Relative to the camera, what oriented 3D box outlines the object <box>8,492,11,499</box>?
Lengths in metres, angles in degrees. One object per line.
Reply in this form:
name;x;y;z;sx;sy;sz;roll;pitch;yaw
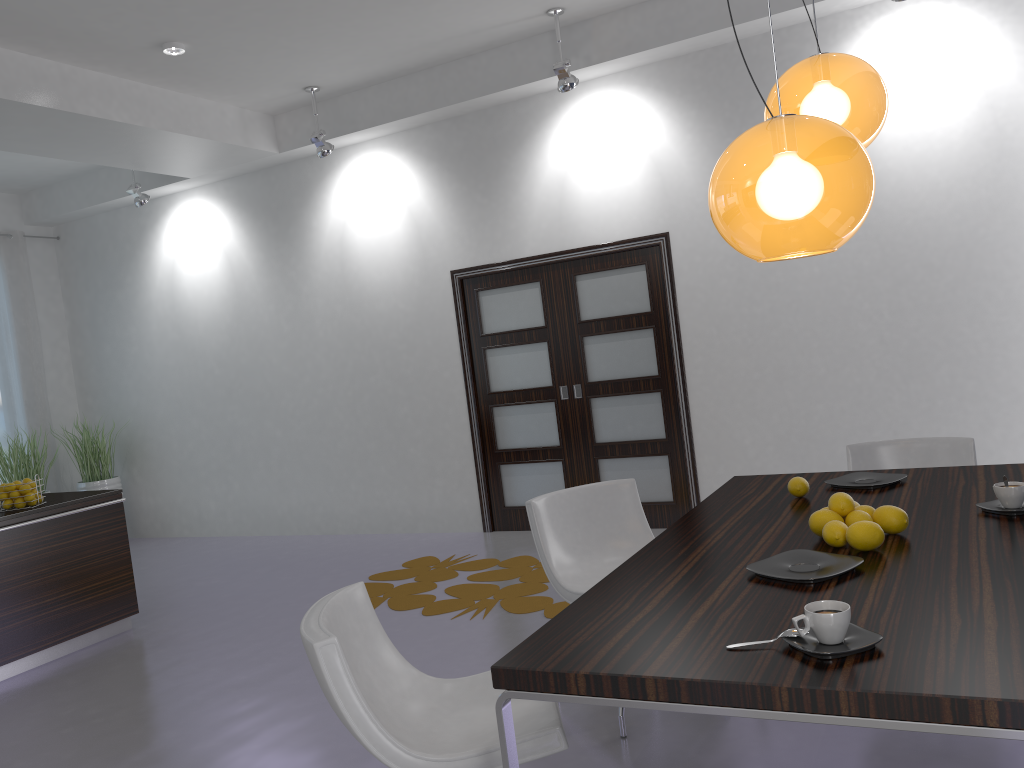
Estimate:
object;-2.822;0.620;5.002;0.051;0.053;0.064;-6;3;30

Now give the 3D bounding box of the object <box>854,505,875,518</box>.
object;0.968;0.370;2.447;0.083;0.068;0.070;-7;2;-3

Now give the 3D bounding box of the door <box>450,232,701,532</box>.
door;0.471;0.052;6.605;1.764;2.061;0.220;-6;3;28

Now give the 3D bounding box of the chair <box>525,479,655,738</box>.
chair;0.429;0.816;3.433;0.508;0.805;0.620;-8;3;-27

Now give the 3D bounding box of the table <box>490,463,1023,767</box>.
table;0.968;0.800;2.413;1.127;0.783;2.046;-6;3;28

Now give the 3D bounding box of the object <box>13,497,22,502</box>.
object;-2.783;0.665;5.006;0.052;0.060;0.057;-6;3;34

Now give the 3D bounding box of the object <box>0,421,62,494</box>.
object;-4.279;0.966;7.850;0.656;1.334;0.713;-6;3;28

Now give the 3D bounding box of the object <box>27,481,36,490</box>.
object;-2.730;0.577;5.038;0.063;0.053;0.051;-5;3;41

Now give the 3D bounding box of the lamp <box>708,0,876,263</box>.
lamp;0.519;-1.266;1.961;0.358;1.974;0.359;-6;3;33

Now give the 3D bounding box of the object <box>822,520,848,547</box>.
object;0.845;0.391;2.308;0.070;0.068;0.083;-6;3;32

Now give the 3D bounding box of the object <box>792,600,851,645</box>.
object;0.579;0.445;1.636;0.101;0.064;0.081;-9;3;-36

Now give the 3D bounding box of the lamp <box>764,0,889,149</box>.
lamp;0.871;-1.504;2.680;0.359;1.645;0.358;-5;3;38

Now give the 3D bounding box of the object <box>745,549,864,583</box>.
object;0.705;0.441;2.139;0.232;0.020;0.232;-9;3;-34

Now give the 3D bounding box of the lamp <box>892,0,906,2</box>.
lamp;2.082;-2.311;4.759;0.150;0.511;0.185;-6;3;28

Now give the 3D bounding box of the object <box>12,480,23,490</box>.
object;-2.796;0.572;5.011;0.063;0.053;0.051;-6;3;29

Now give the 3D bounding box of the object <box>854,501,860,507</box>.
object;0.966;0.366;2.535;0.070;0.068;0.083;-6;3;32

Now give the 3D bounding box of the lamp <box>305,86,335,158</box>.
lamp;-1.440;-1.942;6.618;0.150;0.511;0.185;-6;3;28

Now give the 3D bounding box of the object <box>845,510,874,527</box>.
object;0.931;0.376;2.373;0.069;0.071;0.081;-7;2;5

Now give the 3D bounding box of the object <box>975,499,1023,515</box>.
object;1.392;0.342;2.467;0.154;0.020;0.154;-8;2;-17

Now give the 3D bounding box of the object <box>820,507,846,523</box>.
object;0.893;0.377;2.486;0.083;0.068;0.070;-7;2;-3

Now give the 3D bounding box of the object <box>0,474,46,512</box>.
object;-2.786;0.613;5.021;0.207;0.174;0.189;-7;2;-7

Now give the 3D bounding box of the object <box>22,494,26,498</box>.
object;-2.747;0.627;5.024;0.062;0.053;0.051;-6;3;36

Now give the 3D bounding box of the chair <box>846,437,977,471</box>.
chair;1.644;0.656;3.615;0.508;0.805;0.620;-6;3;28

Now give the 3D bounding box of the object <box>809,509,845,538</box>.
object;0.853;0.380;2.404;0.094;0.080;0.076;-6;3;29

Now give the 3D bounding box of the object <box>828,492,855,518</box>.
object;0.904;0.332;2.433;0.070;0.068;0.083;-6;3;32

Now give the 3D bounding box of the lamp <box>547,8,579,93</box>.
lamp;0.321;-2.126;5.689;0.150;0.511;0.185;-6;3;28

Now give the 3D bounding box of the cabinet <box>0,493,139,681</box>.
cabinet;-3.619;1.270;4.219;1.377;0.852;3.285;-6;3;28

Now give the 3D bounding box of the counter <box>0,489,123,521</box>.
counter;-3.655;1.048;4.217;1.302;1.300;3.291;-6;3;28

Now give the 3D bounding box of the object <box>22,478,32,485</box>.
object;-2.778;0.568;5.085;0.059;0.060;0.050;-6;3;27

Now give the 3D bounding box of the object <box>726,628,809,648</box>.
object;0.482;0.480;1.676;0.155;0.028;0.032;-7;2;9

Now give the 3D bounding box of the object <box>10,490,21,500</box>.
object;-2.781;0.620;4.963;0.052;0.053;0.062;-7;2;0

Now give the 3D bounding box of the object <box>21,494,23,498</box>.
object;-2.812;0.651;5.082;0.052;0.053;0.062;-8;2;-25

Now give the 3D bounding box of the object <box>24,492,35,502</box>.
object;-2.705;0.635;4.969;0.052;0.054;0.061;-7;2;5

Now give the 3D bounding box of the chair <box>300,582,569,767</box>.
chair;-0.174;0.937;2.288;0.620;0.805;0.508;-7;2;-2

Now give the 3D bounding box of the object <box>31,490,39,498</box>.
object;-2.718;0.627;5.037;0.051;0.055;0.061;-7;2;7

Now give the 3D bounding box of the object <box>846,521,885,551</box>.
object;0.891;0.383;2.237;0.094;0.077;0.079;-7;2;2

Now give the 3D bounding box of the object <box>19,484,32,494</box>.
object;-2.733;0.592;4.980;0.053;0.052;0.061;-5;3;41

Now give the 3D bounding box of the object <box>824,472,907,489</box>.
object;1.231;0.338;3.088;0.232;0.020;0.232;-9;3;-34

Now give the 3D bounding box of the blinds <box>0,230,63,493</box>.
blinds;-5.181;0.191;7.454;0.120;3.112;2.830;-6;3;28

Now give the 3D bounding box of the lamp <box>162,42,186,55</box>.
lamp;-2.074;-2.056;5.439;0.132;0.035;0.132;-7;2;0

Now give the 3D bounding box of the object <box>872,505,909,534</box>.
object;1.011;0.363;2.369;0.079;0.077;0.094;-8;2;-18

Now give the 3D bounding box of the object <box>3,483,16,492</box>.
object;-2.805;0.578;4.952;0.063;0.051;0.053;-8;2;-15

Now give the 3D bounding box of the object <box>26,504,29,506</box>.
object;-2.771;0.670;5.065;0.050;0.055;0.061;-8;2;-17

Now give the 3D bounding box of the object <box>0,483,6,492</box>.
object;-2.852;0.587;4.974;0.057;0.060;0.052;-7;2;16

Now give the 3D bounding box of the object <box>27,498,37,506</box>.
object;-2.713;0.663;5.009;0.063;0.053;0.051;-6;3;36

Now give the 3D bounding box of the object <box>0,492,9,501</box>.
object;-2.841;0.627;4.948;0.063;0.051;0.053;-7;2;-3

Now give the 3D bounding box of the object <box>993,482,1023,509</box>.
object;1.382;0.311;2.473;0.081;0.064;0.101;-9;3;-37

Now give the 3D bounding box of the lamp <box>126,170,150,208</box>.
lamp;-3.201;-1.758;7.548;0.150;0.511;0.185;-6;3;28

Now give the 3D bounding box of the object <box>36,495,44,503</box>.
object;-2.721;0.660;5.096;0.053;0.052;0.062;-8;2;-23

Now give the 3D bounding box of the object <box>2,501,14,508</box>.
object;-2.841;0.678;5.004;0.061;0.053;0.053;-8;2;-20

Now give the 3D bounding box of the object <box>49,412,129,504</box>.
object;-4.005;0.908;8.449;0.713;1.334;0.656;-7;2;12

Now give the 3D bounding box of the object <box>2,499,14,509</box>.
object;-2.815;0.671;4.953;0.052;0.057;0.060;-6;3;29

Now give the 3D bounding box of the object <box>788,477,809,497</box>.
object;0.967;0.348;2.993;0.070;0.068;0.083;-6;3;32

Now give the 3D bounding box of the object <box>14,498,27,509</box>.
object;-2.757;0.668;4.972;0.064;0.063;0.074;-9;3;-42

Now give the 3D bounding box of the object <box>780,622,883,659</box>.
object;0.590;0.475;1.643;0.154;0.020;0.154;-8;2;-16
